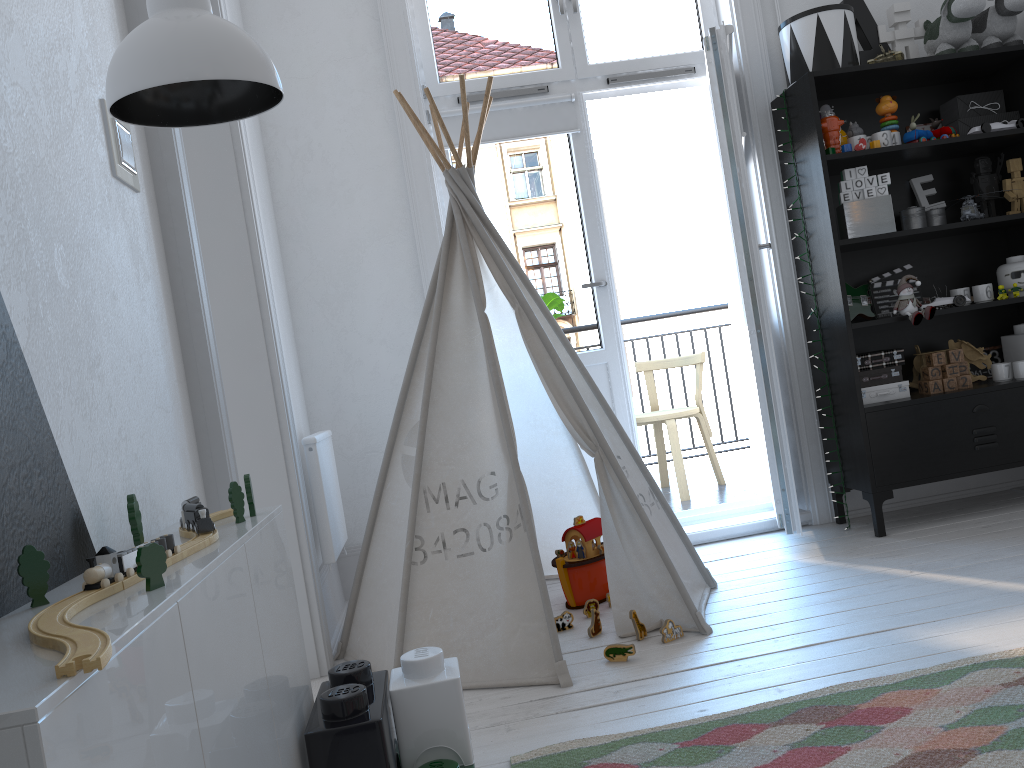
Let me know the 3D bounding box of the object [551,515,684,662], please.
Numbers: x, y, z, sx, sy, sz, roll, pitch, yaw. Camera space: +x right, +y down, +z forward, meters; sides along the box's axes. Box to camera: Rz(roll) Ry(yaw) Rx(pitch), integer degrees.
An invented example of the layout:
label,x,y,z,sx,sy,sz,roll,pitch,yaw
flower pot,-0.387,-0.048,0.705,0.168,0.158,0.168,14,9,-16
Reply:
label,x,y,z,sx,sy,sz,roll,pitch,yaw
object,0.283,0.575,2.724,0.385,0.284,0.857,-9,1,-14

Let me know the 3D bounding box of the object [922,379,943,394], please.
label,x,y,z,sx,sy,sz,roll,pitch,yaw
object,1.562,0.011,3.294,0.050,0.050,0.050,-9,1,-6

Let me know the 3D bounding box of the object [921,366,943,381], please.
label,x,y,z,sx,sy,sz,roll,pitch,yaw
object,1.569,-0.041,3.314,0.050,0.050,0.050,-9,1,-6

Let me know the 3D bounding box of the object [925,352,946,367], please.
label,x,y,z,sx,sy,sz,roll,pitch,yaw
object,1.580,-0.092,3.308,0.050,0.050,0.050,-9,1,-6

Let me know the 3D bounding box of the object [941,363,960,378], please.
label,x,y,z,sx,sy,sz,roll,pitch,yaw
object,1.627,-0.050,3.300,0.050,0.050,0.050,-9,1,-6

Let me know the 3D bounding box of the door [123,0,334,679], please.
label,x,y,z,sx,sy,sz,roll,pitch,yaw
door,-0.871,-0.190,2.390,0.505,2.177,1.465,-9,1,-21

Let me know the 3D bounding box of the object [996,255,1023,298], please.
label,x,y,z,sx,sy,sz,roll,pitch,yaw
object,1.935,-0.408,3.391,0.139,0.162,0.139,-10,1,-31

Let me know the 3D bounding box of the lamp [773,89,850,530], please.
label,x,y,z,sx,sy,sz,roll,pitch,yaw
lamp,1.579,-0.348,3.428,0.985,1.684,0.095,-9,1,-8

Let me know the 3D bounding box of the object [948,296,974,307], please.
label,x,y,z,sx,sy,sz,roll,pitch,yaw
object,1.796,-0.328,3.483,0.163,0.034,0.069,-9,1,-6

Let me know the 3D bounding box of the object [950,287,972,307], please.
label,x,y,z,sx,sy,sz,roll,pitch,yaw
object,1.702,-0.329,3.363,0.067,0.067,0.067,-9,1,8

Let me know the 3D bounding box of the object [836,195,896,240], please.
label,x,y,z,sx,sy,sz,roll,pitch,yaw
object,1.307,-0.606,3.278,0.170,0.138,0.124,-9,1,9

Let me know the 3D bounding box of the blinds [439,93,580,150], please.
label,x,y,z,sx,sy,sz,roll,pitch,yaw
blinds,-0.016,-1.047,3.540,0.565,0.158,0.032,-9,1,-6

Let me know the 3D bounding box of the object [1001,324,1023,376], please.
label,x,y,z,sx,sy,sz,roll,pitch,yaw
object,2.016,-0.138,3.385,0.132,0.199,0.267,-9,1,-6

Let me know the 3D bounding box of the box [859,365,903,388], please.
label,x,y,z,sx,sy,sz,roll,pitch,yaw
box,1.336,-0.022,3.360,0.215,0.062,0.179,-9,1,-6

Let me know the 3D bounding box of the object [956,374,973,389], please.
label,x,y,z,sx,sy,sz,roll,pitch,yaw
object,1.685,-0.009,3.306,0.050,0.050,0.050,-9,1,24

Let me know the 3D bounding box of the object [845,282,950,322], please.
label,x,y,z,sx,sy,sz,roll,pitch,yaw
object,1.455,-0.323,3.476,0.542,0.239,0.093,-9,1,-5

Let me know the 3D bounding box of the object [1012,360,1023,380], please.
label,x,y,z,sx,sy,sz,roll,pitch,yaw
object,1.901,-0.052,3.293,0.067,0.067,0.067,-9,1,8

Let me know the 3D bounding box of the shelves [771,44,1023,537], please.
label,x,y,z,sx,sy,sz,roll,pitch,yaw
shelves,1.611,-0.349,3.368,0.911,1.678,0.353,-9,1,-6

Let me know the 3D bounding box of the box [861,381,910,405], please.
label,x,y,z,sx,sy,sz,roll,pitch,yaw
box,1.364,0.035,3.363,0.215,0.062,0.179,-9,1,-6

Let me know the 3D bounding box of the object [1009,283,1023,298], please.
label,x,y,z,sx,sy,sz,roll,pitch,yaw
object,1.876,-0.349,3.304,0.042,0.054,0.031,-8,1,39

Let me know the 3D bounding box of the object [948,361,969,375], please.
label,x,y,z,sx,sy,sz,roll,pitch,yaw
object,1.677,-0.058,3.332,0.050,0.050,0.050,-9,1,-6

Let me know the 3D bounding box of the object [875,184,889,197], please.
label,x,y,z,sx,sy,sz,roll,pitch,yaw
object,1.348,-0.701,3.231,0.040,0.040,0.040,-9,1,24

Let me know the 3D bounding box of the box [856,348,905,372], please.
label,x,y,z,sx,sy,sz,roll,pitch,yaw
box,1.345,-0.086,3.362,0.215,0.062,0.179,-9,1,-6

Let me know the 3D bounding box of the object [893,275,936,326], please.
label,x,y,z,sx,sy,sz,roll,pitch,yaw
object,1.438,-0.302,3.180,0.110,0.186,0.129,-9,1,-19

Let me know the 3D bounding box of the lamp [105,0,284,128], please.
label,x,y,z,sx,sy,sz,roll,pitch,yaw
lamp,-0.525,-0.628,0.846,0.200,0.656,0.651,-9,1,28

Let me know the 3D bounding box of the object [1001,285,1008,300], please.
label,x,y,z,sx,sy,sz,roll,pitch,yaw
object,1.843,-0.344,3.330,0.042,0.054,0.031,-9,1,-6

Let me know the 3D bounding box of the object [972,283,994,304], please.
label,x,y,z,sx,sy,sz,roll,pitch,yaw
object,1.765,-0.338,3.322,0.067,0.067,0.067,-9,1,8

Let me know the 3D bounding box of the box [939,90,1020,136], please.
label,x,y,z,sx,sy,sz,roll,pitch,yaw
box,1.806,-1.023,3.431,0.251,0.189,0.179,-9,1,-6

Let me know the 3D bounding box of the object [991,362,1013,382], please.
label,x,y,z,sx,sy,sz,roll,pitch,yaw
object,1.847,-0.044,3.343,0.067,0.067,0.067,-9,1,8

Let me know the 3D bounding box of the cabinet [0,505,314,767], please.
label,x,y,z,sx,sy,sz,roll,pitch,yaw
cabinet,-0.399,0.442,1.029,0.182,0.454,0.970,-9,1,-6

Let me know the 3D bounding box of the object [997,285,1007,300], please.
label,x,y,z,sx,sy,sz,roll,pitch,yaw
object,1.807,-0.338,3.273,0.031,0.054,0.042,-8,1,44

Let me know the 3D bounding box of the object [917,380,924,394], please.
label,x,y,z,sx,sy,sz,roll,pitch,yaw
object,1.571,0.009,3.350,0.050,0.050,0.050,-9,1,-6

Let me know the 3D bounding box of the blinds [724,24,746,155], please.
label,x,y,z,sx,sy,sz,roll,pitch,yaw
blinds,0.847,-1.065,3.343,0.032,0.390,0.565,-9,1,14

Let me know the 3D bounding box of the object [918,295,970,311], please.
label,x,y,z,sx,sy,sz,roll,pitch,yaw
object,1.584,-0.299,3.312,0.231,0.048,0.098,-9,1,19

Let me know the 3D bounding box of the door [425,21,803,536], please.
label,x,y,z,sx,sy,sz,roll,pitch,yaw
door,0.425,-0.300,3.359,1.263,1.839,0.636,-9,1,-4

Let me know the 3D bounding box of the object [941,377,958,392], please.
label,x,y,z,sx,sy,sz,roll,pitch,yaw
object,1.620,0.002,3.299,0.050,0.050,0.050,-9,1,-1

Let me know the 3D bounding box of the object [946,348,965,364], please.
label,x,y,z,sx,sy,sz,roll,pitch,yaw
object,1.657,-0.105,3.317,0.050,0.050,0.050,-9,1,14

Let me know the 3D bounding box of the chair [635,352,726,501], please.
label,x,y,z,sx,sy,sz,roll,pitch,yaw
chair,0.814,0.222,4.680,0.437,0.715,0.497,-8,1,39

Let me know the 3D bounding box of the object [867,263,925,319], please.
label,x,y,z,sx,sy,sz,roll,pitch,yaw
object,1.492,-0.361,3.453,0.200,0.199,0.048,-9,1,-6

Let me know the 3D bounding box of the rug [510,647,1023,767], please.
label,x,y,z,sx,sy,sz,roll,pitch,yaw
rug,0.722,0.661,0.910,1.319,0.016,2.028,-9,1,-6

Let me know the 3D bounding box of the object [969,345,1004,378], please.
label,x,y,z,sx,sy,sz,roll,pitch,yaw
object,1.826,-0.072,3.544,0.347,0.120,0.034,-9,1,-6

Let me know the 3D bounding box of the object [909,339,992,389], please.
label,x,y,z,sx,sy,sz,roll,pitch,yaw
object,1.681,-0.076,3.439,0.337,0.186,0.111,-9,1,9
